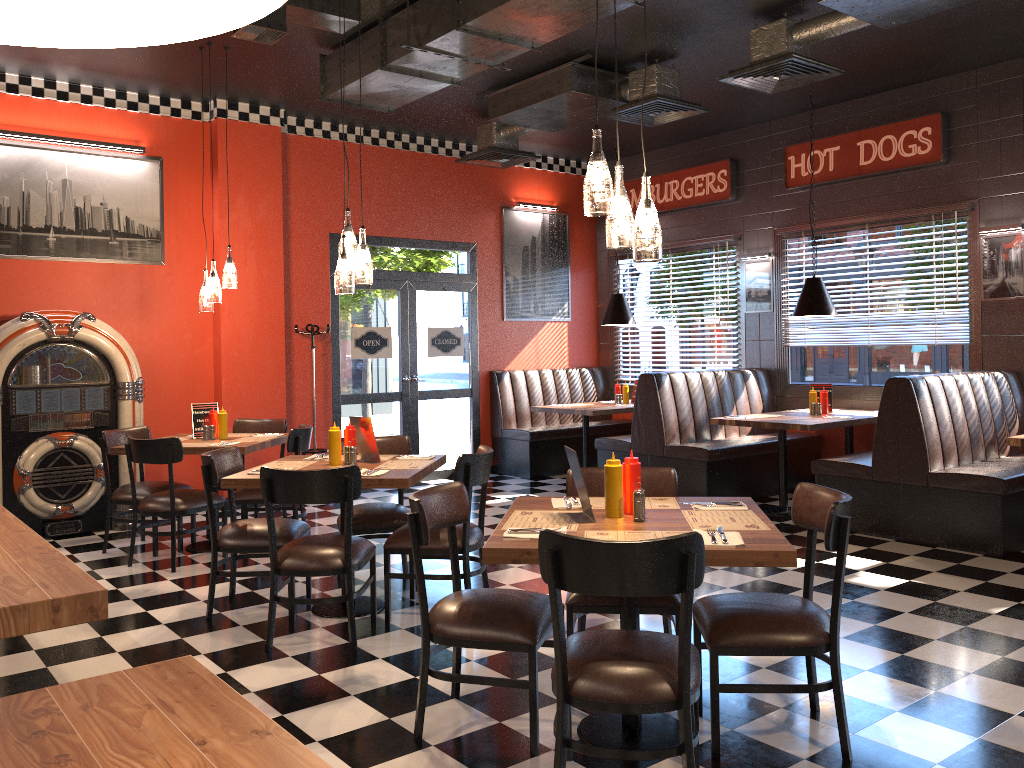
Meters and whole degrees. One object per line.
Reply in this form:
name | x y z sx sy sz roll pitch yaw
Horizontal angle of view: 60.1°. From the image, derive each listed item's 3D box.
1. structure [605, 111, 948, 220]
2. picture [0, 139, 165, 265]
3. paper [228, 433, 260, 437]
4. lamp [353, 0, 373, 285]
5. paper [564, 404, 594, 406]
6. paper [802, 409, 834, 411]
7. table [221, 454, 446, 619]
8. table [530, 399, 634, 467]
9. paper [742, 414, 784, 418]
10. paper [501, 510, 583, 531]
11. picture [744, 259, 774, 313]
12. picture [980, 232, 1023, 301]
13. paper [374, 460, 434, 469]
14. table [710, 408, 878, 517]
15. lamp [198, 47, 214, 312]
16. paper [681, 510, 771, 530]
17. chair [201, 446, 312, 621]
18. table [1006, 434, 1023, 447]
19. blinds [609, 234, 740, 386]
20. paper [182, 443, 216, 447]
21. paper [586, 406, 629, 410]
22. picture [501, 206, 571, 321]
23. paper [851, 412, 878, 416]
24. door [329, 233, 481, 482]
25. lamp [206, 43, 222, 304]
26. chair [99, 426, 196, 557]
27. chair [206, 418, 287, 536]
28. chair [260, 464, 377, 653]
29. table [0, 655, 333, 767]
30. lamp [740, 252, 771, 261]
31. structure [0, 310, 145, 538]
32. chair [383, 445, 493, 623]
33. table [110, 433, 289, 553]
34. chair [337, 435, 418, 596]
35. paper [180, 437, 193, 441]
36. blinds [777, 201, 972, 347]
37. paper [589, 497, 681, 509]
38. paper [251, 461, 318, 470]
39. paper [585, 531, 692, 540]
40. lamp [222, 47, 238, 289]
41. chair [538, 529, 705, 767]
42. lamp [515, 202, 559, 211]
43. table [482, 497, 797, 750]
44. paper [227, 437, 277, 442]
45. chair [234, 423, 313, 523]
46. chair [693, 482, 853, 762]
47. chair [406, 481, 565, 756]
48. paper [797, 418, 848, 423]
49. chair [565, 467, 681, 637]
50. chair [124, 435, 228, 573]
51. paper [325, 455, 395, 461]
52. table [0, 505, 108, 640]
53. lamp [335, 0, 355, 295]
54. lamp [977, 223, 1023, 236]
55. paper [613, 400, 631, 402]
structure | 4.631 -2.070 6.331 0.120 0.438 11.261 -1 2 -38
picture | -3.752 -1.475 7.223 1.771 0.940 0.023 -2 1 -38
paper | -2.146 0.390 6.768 0.365 0.001 0.261 -1 2 6
lamp | -0.834 -1.531 4.877 0.108 1.966 0.108 -1 0 34
paper | 0.661 0.225 9.526 0.365 0.001 0.261 -3 3 -38
paper | 2.792 0.243 8.142 0.365 0.001 0.261 -3 3 -40
table | -0.918 0.833 4.852 0.960 0.774 0.957 -1 1 7
table | 1.163 0.603 9.526 1.693 0.774 0.956 -3 2 -38
paper | 2.140 0.275 7.649 0.365 0.001 0.261 -3 3 -36
paper | 0.116 0.494 3.219 0.261 0.001 0.365 -1 2 8
picture | 2.536 -1.005 9.117 0.012 0.537 0.351 -1 0 -38
picture | 4.009 -0.955 7.235 0.012 0.537 0.351 -1 0 -38
paper | -0.587 0.440 4.841 0.261 0.001 0.365 -1 2 6
table | 2.642 0.653 7.637 1.693 0.774 0.956 -3 2 -38
lamp | -2.276 -1.514 6.551 0.108 1.966 0.108 -1 0 34
paper | 0.754 0.484 3.161 0.261 0.001 0.365 -1 2 5
chair | -1.416 0.795 4.866 0.544 0.867 0.486 -1 0 -1
table | 4.105 0.703 5.768 1.693 0.774 0.956 -3 2 -38
blinds | 1.802 -0.779 10.040 0.099 1.635 1.869 -1 1 -38
paper | -2.216 0.419 6.102 0.365 0.001 0.261 -1 2 7
paper | 0.968 0.242 8.966 0.365 0.001 0.261 -3 3 -41
picture | 0.296 -1.390 10.393 1.024 1.301 0.016 -2 0 -38
paper | 3.093 0.260 7.579 0.365 0.001 0.261 -3 3 -37
door | -1.074 -0.246 9.304 1.801 2.572 0.128 -2 0 -38
lamp | -2.191 -1.571 6.463 0.108 1.966 0.108 -1 0 4
chair | -2.659 0.754 6.419 0.544 0.867 0.486 -1 0 16
chair | -2.066 0.720 6.991 0.486 0.867 0.545 -1 1 17
chair | -0.941 0.808 4.333 0.486 0.867 0.544 -1 0 2
table | -0.173 0.893 0.301 0.696 1.000 1.692 -2 2 -38
lamp | 2.504 -1.306 9.096 0.081 0.056 0.334 -2 3 -38
structure | -3.586 0.301 6.981 1.295 1.768 0.500 -2 0 -38
chair | -0.363 0.781 4.731 0.544 0.867 0.486 -1 0 11
table | -2.189 0.792 6.432 0.960 0.774 0.957 -1 1 7
chair | -0.821 0.765 5.325 0.486 0.867 0.544 -1 1 -15
paper | -2.511 0.410 6.459 0.261 0.001 0.365 -1 2 9
blinds | 3.274 -0.943 8.157 0.100 1.205 1.869 -1 1 -38
paper | 0.475 0.474 3.534 0.365 0.001 0.261 -1 2 5
paper | -1.253 0.450 4.905 0.261 0.001 0.365 -1 2 6
paper | 0.417 0.503 2.867 0.365 0.001 0.261 -1 2 6
lamp | -2.104 -1.689 6.560 0.108 1.966 0.108 -1 0 -6
chair | 0.348 0.850 2.731 0.486 0.867 0.545 -1 1 10
lamp | 0.289 -2.074 10.361 0.611 0.056 0.081 -3 2 -38
table | 0.447 0.876 3.203 0.960 0.774 0.957 -1 1 7
paper | -1.873 0.401 6.390 0.261 0.001 0.365 -1 2 6
chair | -1.702 0.739 6.361 0.544 0.867 0.486 -1 0 -6
chair | 0.943 0.820 3.189 0.544 0.867 0.486 -1 0 4
chair | -0.109 0.834 3.324 0.544 0.867 0.486 -1 0 16
paper | 2.490 0.291 7.105 0.365 0.001 0.261 -3 3 -36
chair | 0.468 0.807 3.723 0.486 0.867 0.545 -1 1 7
chair | -2.275 0.767 5.951 0.486 0.867 0.545 -1 1 27
paper | -0.878 0.432 5.181 0.365 0.001 0.261 -1 2 5
table | -1.480 0.849 1.970 0.696 1.000 1.692 -2 2 -38
lamp | -0.921 -1.467 4.791 0.108 1.966 0.108 -1 0 -26
lamp | 3.979 -1.256 7.212 0.081 0.056 0.334 -2 3 -38
paper | 1.260 0.194 10.007 0.365 0.001 0.261 -3 3 -37
